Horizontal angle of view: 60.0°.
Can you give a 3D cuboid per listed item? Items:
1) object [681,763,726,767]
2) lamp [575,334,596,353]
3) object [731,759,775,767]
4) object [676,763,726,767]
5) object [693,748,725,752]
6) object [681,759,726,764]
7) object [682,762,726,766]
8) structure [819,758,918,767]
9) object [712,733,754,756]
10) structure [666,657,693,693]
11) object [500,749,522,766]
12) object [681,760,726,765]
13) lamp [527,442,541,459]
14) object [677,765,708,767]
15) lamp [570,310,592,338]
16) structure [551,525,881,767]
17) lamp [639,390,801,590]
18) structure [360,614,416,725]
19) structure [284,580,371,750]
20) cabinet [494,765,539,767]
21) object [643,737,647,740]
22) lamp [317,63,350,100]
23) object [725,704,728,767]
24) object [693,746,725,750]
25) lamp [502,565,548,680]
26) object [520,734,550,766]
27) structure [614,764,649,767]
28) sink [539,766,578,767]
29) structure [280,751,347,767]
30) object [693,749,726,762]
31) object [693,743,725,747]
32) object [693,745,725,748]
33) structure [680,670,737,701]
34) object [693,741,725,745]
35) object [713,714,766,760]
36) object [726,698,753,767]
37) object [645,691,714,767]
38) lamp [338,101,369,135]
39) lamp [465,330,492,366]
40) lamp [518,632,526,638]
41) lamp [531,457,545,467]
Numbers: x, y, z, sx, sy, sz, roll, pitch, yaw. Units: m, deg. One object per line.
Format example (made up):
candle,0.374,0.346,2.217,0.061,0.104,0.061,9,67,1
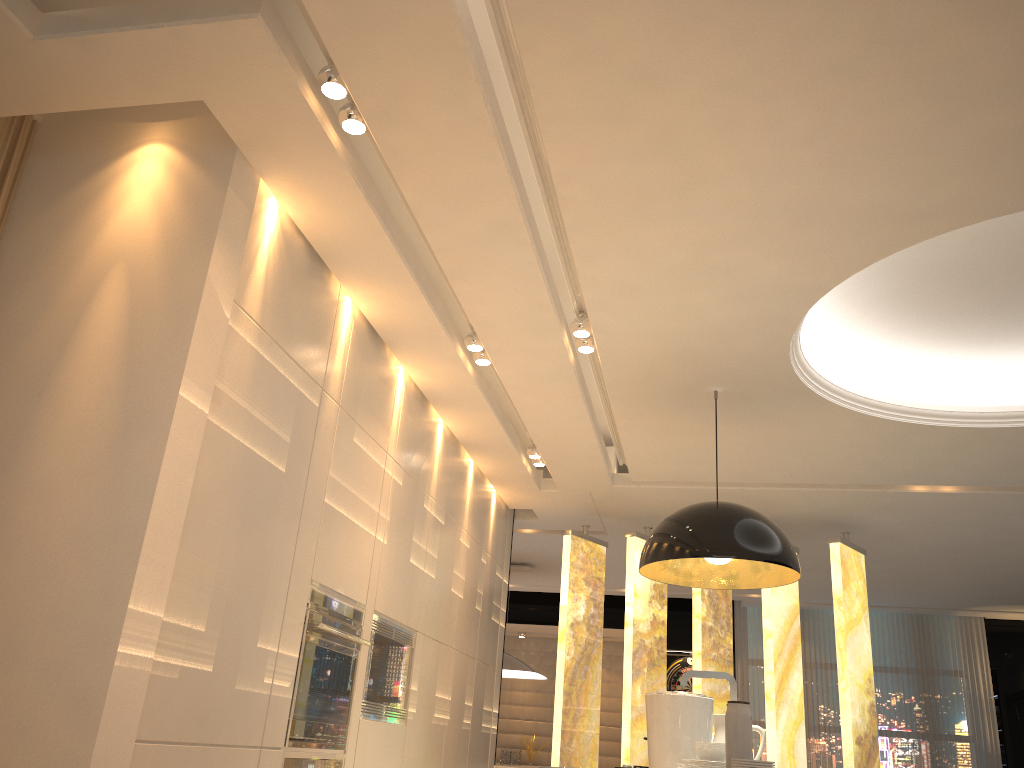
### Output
object,0.756,1.454,3.360,0.229,0.016,0.229,-15,-30,39
lamp,0.348,-0.208,4.140,0.107,0.127,0.107,7,-23,-5
object,0.627,1.011,2.305,0.111,0.062,0.111,-10,-27,31
object,0.755,1.464,3.356,0.264,0.033,0.264,12,-24,-16
object,0.759,1.418,3.375,0.138,0.051,0.138,17,-25,-27
object,0.757,1.441,3.365,0.229,0.016,0.229,-15,-30,39
object,0.756,1.449,3.362,0.229,0.016,0.229,-15,-30,39
structure,3.449,4.075,8.174,1.275,1.142,1.282,17,-26,-28
object,0.978,1.662,3.989,0.212,0.214,0.213,15,-25,-24
structure,1.969,3.332,9.703,0.669,0.669,0.048,0,-23,12
object,-0.031,4.648,10.607,0.247,0.522,0.124,0,-23,12
object,0.756,1.445,3.363,0.229,0.016,0.229,-15,-30,39
lamp,0.149,0.415,5.670,0.107,0.127,0.107,7,-23,-5
object,0.755,1.470,3.354,0.264,0.033,0.264,12,-24,-16
lamp,0.316,-0.273,3.993,0.107,0.127,0.107,7,-23,-5
structure,1.375,2.243,6.036,2.180,2.555,0.448,0,-23,12
lamp,0.963,0.446,4.163,0.710,0.898,0.710,-5,-24,22
structure,-0.799,1.384,4.300,0.446,0.450,0.659,0,-23,12
structure,-0.962,1.145,3.610,0.595,0.597,0.609,0,-23,12
cabinet,0.767,2.031,3.481,1.046,0.887,3.752,0,-23,12
object,0.867,1.985,4.760,0.253,0.147,0.266,19,-27,-31
lamp,-0.520,-0.912,2.630,0.107,0.127,0.107,4,-23,2
object,0.641,1.015,2.514,0.071,0.219,0.071,9,-23,-9
object,0.760,1.412,3.378,0.138,0.051,0.138,17,-25,-27
lamp,-0.430,2.260,8.581,1.578,0.995,0.939,-1,-23,12
object,0.246,4.541,10.535,0.390,0.718,0.388,3,-23,4
structure,0.835,2.064,4.732,0.502,0.026,0.811,0,-23,12
sink,0.377,1.241,2.636,0.485,0.152,0.738,0,-23,12
structure,-1.009,1.706,3.375,0.595,0.597,0.609,0,-23,12
object,0.759,1.423,3.373,0.138,0.051,0.138,17,-25,-27
object,0.760,1.402,3.382,0.138,0.051,0.138,17,-25,-27
object,0.760,1.407,3.380,0.138,0.051,0.138,17,-25,-27
structure,0.593,1.020,2.655,0.177,0.310,0.089,0,-23,12
object,0.761,1.397,3.384,0.138,0.051,0.138,17,-25,-27
object,0.950,1.554,3.789,0.211,0.254,0.183,15,-25,-23
object,0.620,0.973,2.418,0.071,0.219,0.071,3,-23,4
object,0.698,1.457,3.703,0.288,0.330,0.288,-8,-26,28
lamp,-0.487,-0.848,2.777,0.107,0.127,0.107,4,-23,2
lamp,-0.154,-0.187,4.291,0.107,0.127,0.270,0,-23,12
lamp,0.130,3.113,11.100,0.107,0.127,0.107,7,-23,-5
lamp,0.182,0.479,5.817,0.107,0.127,0.107,1,-23,9
